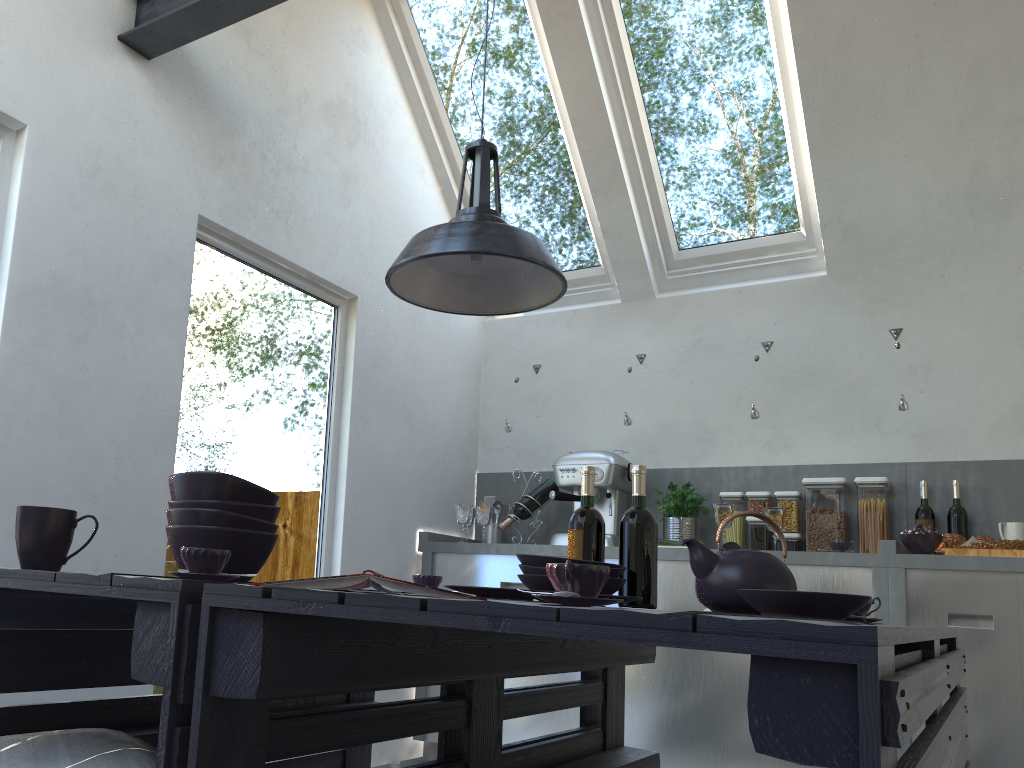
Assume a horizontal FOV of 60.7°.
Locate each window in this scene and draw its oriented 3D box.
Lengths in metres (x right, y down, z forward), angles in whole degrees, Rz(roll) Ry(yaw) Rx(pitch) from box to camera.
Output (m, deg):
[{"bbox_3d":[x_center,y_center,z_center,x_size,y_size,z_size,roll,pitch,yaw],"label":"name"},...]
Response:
[{"bbox_3d":[-1.816,0.146,2.152,0.062,2.097,0.945,-2,-11,29],"label":"window"},{"bbox_3d":[0.849,-1.311,3.864,0.880,1.368,1.419,-3,-13,30],"label":"window"},{"bbox_3d":[-1.049,0.532,3.515,0.062,2.097,0.945,-2,-11,29],"label":"window"},{"bbox_3d":[-0.033,-1.224,4.422,0.880,1.375,1.426,-3,-13,30],"label":"window"}]

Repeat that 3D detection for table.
[{"bbox_3d":[-0.084,0.814,1.690,1.696,0.784,1.446,-4,-15,30],"label":"table"}]

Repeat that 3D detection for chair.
[{"bbox_3d":[-0.868,0.662,1.328,0.739,0.807,0.737,9,-13,-28],"label":"chair"}]

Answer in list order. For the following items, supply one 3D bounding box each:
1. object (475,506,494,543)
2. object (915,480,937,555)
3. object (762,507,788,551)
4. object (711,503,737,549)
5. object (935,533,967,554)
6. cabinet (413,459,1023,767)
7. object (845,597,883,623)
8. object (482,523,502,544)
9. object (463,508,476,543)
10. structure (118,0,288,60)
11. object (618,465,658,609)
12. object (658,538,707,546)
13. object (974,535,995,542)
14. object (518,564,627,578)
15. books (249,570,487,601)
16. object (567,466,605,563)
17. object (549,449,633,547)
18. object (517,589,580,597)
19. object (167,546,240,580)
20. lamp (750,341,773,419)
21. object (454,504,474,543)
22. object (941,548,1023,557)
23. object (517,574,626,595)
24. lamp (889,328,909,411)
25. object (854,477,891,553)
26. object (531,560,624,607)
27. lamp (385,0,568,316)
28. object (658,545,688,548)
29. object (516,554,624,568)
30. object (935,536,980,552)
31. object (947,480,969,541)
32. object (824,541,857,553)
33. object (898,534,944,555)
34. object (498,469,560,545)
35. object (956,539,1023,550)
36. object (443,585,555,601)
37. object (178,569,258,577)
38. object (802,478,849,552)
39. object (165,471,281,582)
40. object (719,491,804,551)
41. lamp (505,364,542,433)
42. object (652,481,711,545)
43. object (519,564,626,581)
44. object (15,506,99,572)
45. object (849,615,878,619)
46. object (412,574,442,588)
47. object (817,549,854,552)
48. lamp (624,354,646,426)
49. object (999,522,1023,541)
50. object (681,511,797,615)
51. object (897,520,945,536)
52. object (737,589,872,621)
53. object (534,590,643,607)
[{"bbox_3d":[-0.140,0.704,4.339,0.093,0.189,0.105,10,-12,-36],"label":"object"},{"bbox_3d":[1.693,0.567,3.585,0.076,0.340,0.070,-1,-10,24],"label":"object"},{"bbox_3d":[1.095,0.614,3.642,0.102,0.189,0.096,-1,-10,19],"label":"object"},{"bbox_3d":[0.878,0.595,3.622,0.097,0.189,0.101,5,-10,-10],"label":"object"},{"bbox_3d":[1.658,0.600,3.297,0.116,0.075,0.124,7,-13,-15],"label":"object"},{"bbox_3d":[0.929,1.040,3.743,3.020,1.456,0.544,-5,-12,32],"label":"cabinet"},{"bbox_3d":[0.689,0.459,1.781,0.122,0.055,0.113,-2,-14,23],"label":"object"},{"bbox_3d":[-0.106,0.803,4.612,0.103,0.130,0.112,6,-11,-17],"label":"object"},{"bbox_3d":[-0.229,0.730,4.465,0.099,0.189,0.099,3,-10,2],"label":"object"},{"bbox_3d":[-1.023,-1.276,2.856,2.672,0.206,0.130,-5,-13,32],"label":"structure"},{"bbox_3d":[0.306,0.368,2.115,0.087,0.340,0.096,7,-10,-26],"label":"object"},{"bbox_3d":[0.693,0.690,3.793,0.135,0.052,0.295,16,-18,-42],"label":"object"},{"bbox_3d":[1.776,0.608,3.296,0.116,0.076,0.124,7,-13,-15],"label":"object"},{"bbox_3d":[0.128,0.412,1.881,0.244,0.062,0.218,-6,-16,35],"label":"object"},{"bbox_3d":[-0.194,0.278,1.225,0.305,0.030,0.226,4,-14,0],"label":"books"},{"bbox_3d":[0.186,0.377,2.180,0.088,0.340,0.096,6,-10,-21],"label":"object"},{"bbox_3d":[0.385,0.548,4.192,0.379,0.493,0.411,-3,-13,30],"label":"object"},{"bbox_3d":[0.041,0.273,1.131,0.026,0.013,0.140,12,-16,-33],"label":"object"},{"bbox_3d":[-0.507,0.297,1.444,0.121,0.055,0.113,-1,-14,18],"label":"object"},{"bbox_3d":[1.120,-0.027,3.952,0.063,0.430,0.319,-2,-12,29],"label":"lamp"},{"bbox_3d":[-0.243,0.695,4.327,0.103,0.189,0.095,-2,-11,24],"label":"object"},{"bbox_3d":[1.822,0.620,3.131,0.498,0.027,0.295,-5,-16,31],"label":"object"},{"bbox_3d":[0.126,0.439,1.874,0.222,0.046,0.240,8,-14,-18],"label":"object"},{"bbox_3d":[1.622,-0.071,3.643,0.061,0.429,0.330,0,-11,18],"label":"lamp"},{"bbox_3d":[1.523,0.576,3.686,0.135,0.349,0.122,-3,-11,30],"label":"object"},{"bbox_3d":[0.084,0.258,1.126,0.124,0.055,0.111,-7,-16,38],"label":"object"},{"bbox_3d":[-0.068,-0.760,2.151,0.456,1.080,0.412,-3,-11,31],"label":"lamp"},{"bbox_3d":[0.711,0.711,3.780,0.277,0.012,0.174,-4,-16,29],"label":"object"},{"bbox_3d":[0.122,0.401,1.884,0.242,0.057,0.220,-4,-16,30],"label":"object"},{"bbox_3d":[1.699,0.605,3.281,0.191,0.058,0.209,14,-17,-37],"label":"object"},{"bbox_3d":[1.794,0.558,3.522,0.077,0.340,0.069,-3,-11,34],"label":"object"},{"bbox_3d":[1.277,0.637,3.400,0.110,0.055,0.124,15,-18,-42],"label":"object"},{"bbox_3d":[1.514,0.600,3.237,0.144,0.078,0.152,6,-13,-11],"label":"object"},{"bbox_3d":[0.049,0.623,4.385,0.317,0.388,0.248,9,-12,-29],"label":"object"},{"bbox_3d":[1.842,0.555,3.144,0.457,0.110,0.127,3,-12,4],"label":"object"},{"bbox_3d":[-0.014,0.398,1.657,0.249,0.019,0.224,-6,-17,35],"label":"object"},{"bbox_3d":[-0.498,0.324,1.481,0.127,0.013,0.029,9,-14,-20],"label":"object"},{"bbox_3d":[1.360,0.590,3.785,0.185,0.349,0.122,-3,-11,30],"label":"object"},{"bbox_3d":[-0.591,0.299,1.783,0.205,0.211,0.205,-4,-13,31],"label":"object"},{"bbox_3d":[1.114,0.634,3.915,0.361,0.290,0.101,-4,-12,32],"label":"object"},{"bbox_3d":[0.055,0.067,4.617,0.063,0.430,0.319,-2,-12,29],"label":"lamp"},{"bbox_3d":[0.772,0.618,4.050,0.241,0.336,0.261,6,-11,-16],"label":"object"},{"bbox_3d":[0.128,0.424,1.875,0.243,0.062,0.219,-6,-16,35],"label":"object"},{"bbox_3d":[-0.817,0.275,1.546,0.135,0.108,0.098,-2,-12,23],"label":"object"},{"bbox_3d":[0.697,0.465,1.737,0.029,0.013,0.125,-8,-18,41],"label":"object"},{"bbox_3d":[-0.229,0.541,2.362,0.121,0.055,0.113,-1,-14,18],"label":"object"},{"bbox_3d":[1.249,0.645,3.370,0.134,0.013,0.028,2,-13,8],"label":"object"},{"bbox_3d":[0.604,0.019,4.279,0.061,0.429,0.330,0,-11,18],"label":"lamp"},{"bbox_3d":[1.865,0.574,3.237,0.085,0.118,0.087,11,-13,-37],"label":"object"},{"bbox_3d":[0.504,0.391,1.900,0.225,0.229,0.209,-4,-13,32],"label":"object"},{"bbox_3d":[1.516,0.551,3.244,0.165,0.093,0.139,0,-13,17],"label":"object"},{"bbox_3d":[0.539,0.412,1.626,0.222,0.046,0.240,8,-14,-18],"label":"object"},{"bbox_3d":[0.126,0.460,1.872,0.283,0.024,0.313,11,-15,-27],"label":"object"}]
